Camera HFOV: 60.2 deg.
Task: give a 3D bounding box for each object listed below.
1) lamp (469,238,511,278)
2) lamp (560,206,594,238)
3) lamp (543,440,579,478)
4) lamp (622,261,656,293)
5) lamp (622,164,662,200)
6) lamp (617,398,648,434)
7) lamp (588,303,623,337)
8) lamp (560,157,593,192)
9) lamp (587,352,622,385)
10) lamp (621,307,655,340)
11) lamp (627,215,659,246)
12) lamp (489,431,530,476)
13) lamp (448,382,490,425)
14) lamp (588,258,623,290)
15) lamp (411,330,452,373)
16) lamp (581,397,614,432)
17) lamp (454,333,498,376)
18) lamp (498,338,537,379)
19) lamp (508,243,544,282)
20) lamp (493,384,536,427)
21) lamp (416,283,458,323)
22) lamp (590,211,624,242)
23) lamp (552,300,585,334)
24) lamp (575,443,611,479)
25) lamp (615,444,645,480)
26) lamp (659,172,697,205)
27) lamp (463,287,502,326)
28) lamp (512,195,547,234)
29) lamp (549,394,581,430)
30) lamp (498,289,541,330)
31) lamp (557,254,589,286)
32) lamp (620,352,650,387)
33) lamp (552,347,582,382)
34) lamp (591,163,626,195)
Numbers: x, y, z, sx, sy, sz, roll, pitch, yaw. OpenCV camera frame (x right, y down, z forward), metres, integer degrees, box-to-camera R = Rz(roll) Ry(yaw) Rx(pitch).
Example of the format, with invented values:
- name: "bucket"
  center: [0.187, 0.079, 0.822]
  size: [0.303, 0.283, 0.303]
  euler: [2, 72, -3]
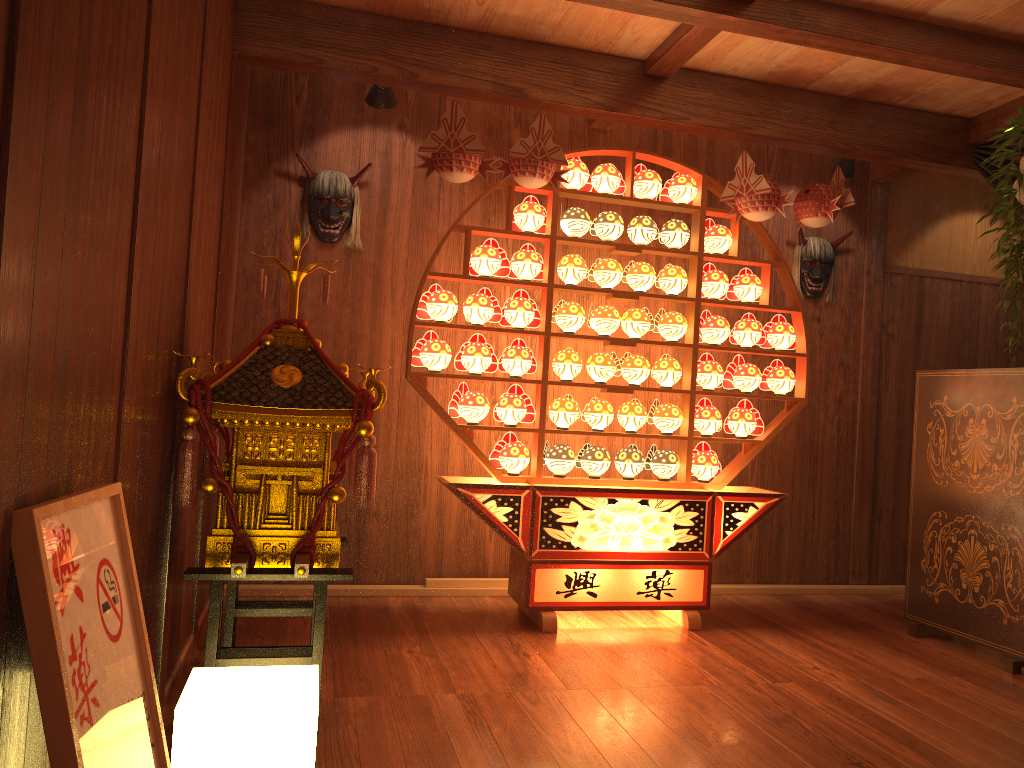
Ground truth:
- name: "lamp"
  center: [-0.118, -0.574, 3.981]
  size: [0.198, 0.200, 0.159]
  euler: [3, -1, 10]
- name: "lamp"
  center: [0.304, -0.751, 4.112]
  size: [0.157, 0.167, 0.139]
  euler: [3, -1, 1]
- name: "lamp"
  center: [0.233, 0.347, 4.075]
  size: [0.154, 0.167, 0.142]
  euler: [3, -1, 16]
- name: "lamp"
  center: [0.618, -0.510, 4.188]
  size: [0.144, 0.167, 0.152]
  euler: [4, -2, -34]
- name: "lamp"
  center: [0.649, -0.965, 4.200]
  size: [0.206, 0.200, 0.153]
  euler: [4, -2, -25]
- name: "lamp"
  center: [0.565, 0.150, 4.170]
  size: [0.137, 0.167, 0.160]
  euler: [3, -1, 16]
- name: "lamp"
  center: [0.446, -0.297, 4.143]
  size: [0.154, 0.161, 0.142]
  euler: [3, -1, 16]
- name: "lamp"
  center: [0.289, -0.989, 4.097]
  size: [0.201, 0.200, 0.156]
  euler: [4, -1, -5]
- name: "lamp"
  center: [0.412, -0.078, 4.133]
  size: [0.162, 0.161, 0.134]
  euler: [5, -2, -39]
- name: "lamp"
  center: [0.581, -0.291, 4.187]
  size: [0.134, 0.167, 0.162]
  euler: [2, -2, 41]
- name: "lamp"
  center: [0.614, -0.730, 4.195]
  size: [0.135, 0.167, 0.161]
  euler: [3, -2, 26]
- name: "lamp"
  center: [0.016, 0.318, 4.011]
  size: [0.200, 0.197, 0.153]
  euler: [4, -2, -25]
- name: "lamp"
  center: [-0.164, 0.088, 3.965]
  size: [0.152, 0.194, 0.192]
  euler: [2, -2, 36]
- name: "lamp"
  center: [0.456, -0.517, 4.142]
  size: [0.144, 0.161, 0.152]
  euler: [4, -2, -34]
- name: "lamp"
  center: [-0.333, -0.145, 3.912]
  size: [0.195, 0.195, 0.152]
  euler: [4, -2, -29]
- name: "lamp"
  center: [0.408, 0.142, 4.121]
  size: [0.142, 0.161, 0.154]
  euler: [4, -1, -14]
- name: "lamp"
  center: [-0.158, -0.135, 3.962]
  size: [0.201, 0.200, 0.156]
  euler: [4, -1, -5]
- name: "lamp"
  center: [0.023, -0.120, 4.014]
  size: [0.183, 0.192, 0.157]
  euler: [3, -1, 0]
- name: "lamp"
  center: [0.066, -0.560, 4.030]
  size: [0.189, 0.195, 0.157]
  euler: [3, -1, 0]
- name: "lamp"
  center: [-0.004, 0.096, 4.003]
  size: [0.198, 0.200, 0.159]
  euler: [3, -1, 10]
- name: "lamp"
  center: [-0.305, -0.359, 3.923]
  size: [0.195, 0.187, 0.152]
  euler: [4, -2, -34]
- name: "lamp"
  center: [0.459, -0.738, 4.144]
  size: [0.143, 0.161, 0.153]
  euler: [4, -2, -24]
- name: "lamp"
  center: [0.275, -0.311, 4.085]
  size: [0.144, 0.167, 0.152]
  euler: [4, -2, -34]
- name: "lamp"
  center: [0.394, 0.361, 4.117]
  size: [0.144, 0.161, 0.152]
  euler: [4, -2, -34]
- name: "lamp"
  center: [0.552, 0.368, 4.164]
  size: [0.137, 0.167, 0.160]
  euler: [3, -1, 16]
- name: "lamp"
  center: [0.825, -0.948, 4.250]
  size: [0.191, 0.188, 0.155]
  euler: [4, -1, -10]
- name: "lamp"
  center: [-0.153, -0.351, 3.969]
  size: [0.178, 0.191, 0.160]
  euler: [3, -1, 16]
- name: "lamp"
  center: [0.080, -0.782, 4.036]
  size: [0.200, 0.200, 0.157]
  euler: [3, -1, 0]
- name: "lamp"
  center: [0.236, 0.128, 4.076]
  size: [0.137, 0.167, 0.160]
  euler: [3, -1, 16]
- name: "lamp"
  center: [0.034, -0.343, 4.019]
  size: [0.200, 0.200, 0.157]
  euler: [3, -1, 0]
- name: "lamp"
  center: [0.277, -0.532, 4.093]
  size: [0.137, 0.167, 0.160]
  euler: [3, -1, 16]
- name: "lamp"
  center: [0.588, -0.070, 4.175]
  size: [0.143, 0.167, 0.152]
  euler: [4, -2, -29]
- name: "lamp"
  center: [0.255, -0.092, 4.081]
  size: [0.138, 0.167, 0.158]
  euler: [3, -1, 6]
- name: "lamp"
  center: [0.437, -0.969, 4.144]
  size: [0.166, 0.179, 0.159]
  euler: [3, -1, 16]
